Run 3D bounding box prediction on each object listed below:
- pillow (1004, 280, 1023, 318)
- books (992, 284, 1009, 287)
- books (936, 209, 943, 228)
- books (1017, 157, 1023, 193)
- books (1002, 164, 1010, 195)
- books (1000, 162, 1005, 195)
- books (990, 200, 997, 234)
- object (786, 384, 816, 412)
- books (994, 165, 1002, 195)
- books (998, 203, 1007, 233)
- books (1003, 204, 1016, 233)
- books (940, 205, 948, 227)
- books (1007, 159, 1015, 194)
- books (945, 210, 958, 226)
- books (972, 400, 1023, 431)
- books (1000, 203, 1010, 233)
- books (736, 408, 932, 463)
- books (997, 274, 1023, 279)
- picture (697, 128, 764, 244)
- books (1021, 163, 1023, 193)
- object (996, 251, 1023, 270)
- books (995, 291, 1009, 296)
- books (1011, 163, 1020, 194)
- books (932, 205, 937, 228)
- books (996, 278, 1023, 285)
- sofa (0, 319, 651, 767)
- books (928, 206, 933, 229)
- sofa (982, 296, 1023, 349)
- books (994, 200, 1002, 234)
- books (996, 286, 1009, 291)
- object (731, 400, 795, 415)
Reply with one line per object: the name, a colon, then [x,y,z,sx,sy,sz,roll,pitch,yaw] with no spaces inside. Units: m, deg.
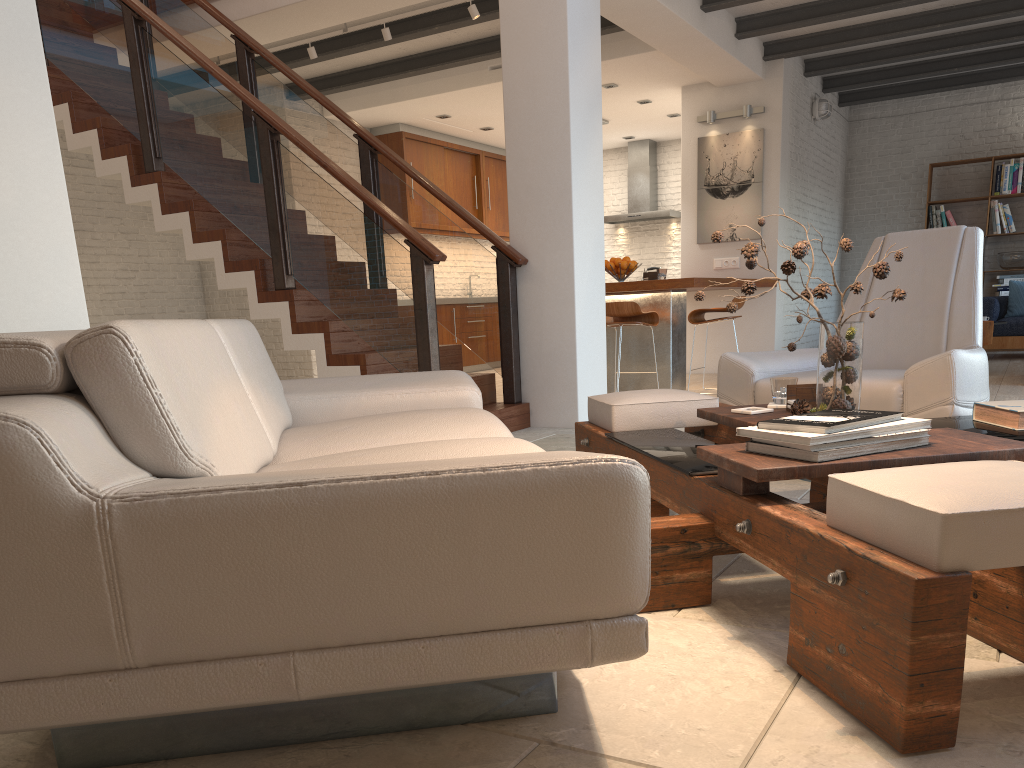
pillow: [5.704,-0.935,9.510,0.553,0.423,0.216,2,13,29]
books: [5.929,-1.171,10.290,0.442,0.021,0.265,0,6,30]
books: [5.182,-1.928,10.551,0.102,0.346,0.247,6,14,30]
books: [5.836,-2.379,10.005,0.036,0.397,0.236,6,15,31]
books: [5.716,-2.352,10.084,0.055,0.341,0.247,6,14,31]
books: [5.691,-2.367,10.114,0.020,0.372,0.263,6,14,31]
books: [5.669,-1.949,10.250,0.100,0.397,0.236,6,14,30]
object: [0.929,0.047,2.750,0.094,0.085,0.111,-2,8,3]
books: [5.659,-2.353,10.138,0.055,0.341,0.247,6,14,31]
books: [5.742,-1.931,10.198,0.124,0.361,0.264,5,14,30]
books: [5.800,-1.921,10.162,0.157,0.341,0.247,5,13,30]
books: [5.214,-1.948,10.492,0.120,0.395,0.236,5,14,30]
books: [5.758,-2.380,10.057,0.036,0.397,0.236,6,15,31]
books: [5.306,-1.920,10.473,0.193,0.330,0.247,4,13,30]
books: [1.589,0.086,2.577,0.326,0.058,0.247,-3,5,1]
books: [5.765,-1.932,10.195,0.124,0.361,0.264,5,14,30]
books: [0.771,0.116,2.066,0.397,0.077,0.245,-5,6,-27]
books: [5.934,-1.267,10.275,0.378,0.038,0.238,0,6,30]
picture: [2.161,-1.947,8.664,0.651,1.052,0.019,4,16,29]
books: [5.873,-2.380,9.995,0.036,0.397,0.236,6,15,31]
object: [5.920,-1.447,10.249,0.398,0.208,0.392,-5,7,-18]
books: [5.942,-1.071,10.310,0.379,0.067,0.237,-1,6,17]
books: [5.807,-2.353,10.053,0.055,0.341,0.247,6,14,31]
books: [5.127,-1.952,10.555,0.090,0.398,0.236,6,14,30]
books: [5.943,-1.216,10.290,0.379,0.067,0.237,0,6,25]
sofa: [-0.523,0.203,2.346,1.141,0.781,2.261,-4,6,-9]
books: [5.091,-1.950,10.567,0.090,0.398,0.236,6,14,30]
sofa: [5.270,-0.504,7.989,2.070,0.683,3.844,1,6,31]
books: [5.690,-1.946,10.212,0.103,0.397,0.236,6,14,30]
books: [5.910,-1.131,10.298,0.326,0.057,0.247,0,6,25]
object: [0.844,0.068,2.834,0.271,0.036,0.241,-3,5,3]
